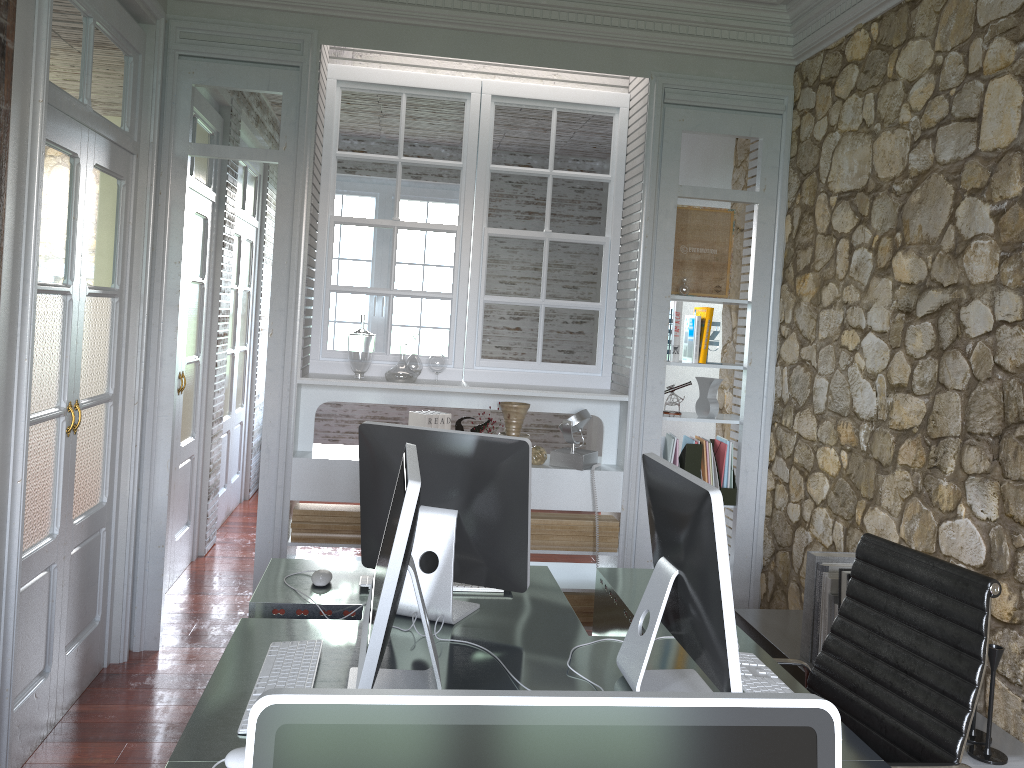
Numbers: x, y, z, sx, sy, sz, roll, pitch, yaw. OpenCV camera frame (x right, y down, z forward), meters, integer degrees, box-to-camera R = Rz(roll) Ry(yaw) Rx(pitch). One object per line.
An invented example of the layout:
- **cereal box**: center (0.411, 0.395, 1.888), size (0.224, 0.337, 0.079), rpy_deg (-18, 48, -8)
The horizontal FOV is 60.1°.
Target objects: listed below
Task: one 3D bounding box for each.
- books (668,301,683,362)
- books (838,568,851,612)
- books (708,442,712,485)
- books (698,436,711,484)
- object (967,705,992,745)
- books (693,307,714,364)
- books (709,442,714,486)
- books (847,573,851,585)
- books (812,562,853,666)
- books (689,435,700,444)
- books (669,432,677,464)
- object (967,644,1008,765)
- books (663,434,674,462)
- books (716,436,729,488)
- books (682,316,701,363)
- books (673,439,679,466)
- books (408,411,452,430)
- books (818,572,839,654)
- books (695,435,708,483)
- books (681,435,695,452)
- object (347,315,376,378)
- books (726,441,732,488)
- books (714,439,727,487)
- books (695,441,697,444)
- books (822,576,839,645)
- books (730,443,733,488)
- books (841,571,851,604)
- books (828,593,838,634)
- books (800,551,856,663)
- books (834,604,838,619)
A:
- **books**: center (0.762, -0.255, 4.277), size (0.042, 0.286, 0.216), rpy_deg (4, 2, -8)
- **books**: center (1.135, 0.758, 2.750), size (0.258, 0.354, 0.049), rpy_deg (3, 1, -7)
- **books**: center (0.933, 0.411, 4.252), size (0.043, 0.281, 0.194), rpy_deg (4, 2, -2)
- **books**: center (0.923, 0.407, 4.254), size (0.045, 0.287, 0.194), rpy_deg (4, 2, -2)
- **object**: center (1.270, 0.823, 2.422), size (0.095, 0.288, 0.095), rpy_deg (5, 2, 42)
- **books**: center (0.907, -0.237, 4.270), size (0.055, 0.268, 0.193), rpy_deg (4, 2, -8)
- **books**: center (0.942, 0.414, 4.254), size (0.045, 0.287, 0.194), rpy_deg (4, 2, -2)
- **books**: center (1.148, 0.763, 2.698), size (0.271, 0.354, 0.063), rpy_deg (3, 1, -7)
- **books**: center (1.112, 0.757, 2.888), size (0.249, 0.333, 0.060), rpy_deg (3, 1, -7)
- **books**: center (0.865, 0.403, 4.247), size (0.009, 0.288, 0.194), rpy_deg (4, 2, -3)
- **books**: center (0.751, 0.390, 4.263), size (0.038, 0.296, 0.180), rpy_deg (4, 2, 0)
- **object**: center (1.252, 0.830, 2.314), size (0.095, 0.288, 0.095), rpy_deg (3, 1, -12)
- **books**: center (0.736, 0.392, 4.256), size (0.037, 0.287, 0.194), rpy_deg (4, 2, 0)
- **books**: center (1.010, 0.408, 4.288), size (0.030, 0.290, 0.180), rpy_deg (4, 2, -4)
- **books**: center (0.865, -0.217, 4.267), size (0.026, 0.223, 0.161), rpy_deg (4, 2, -8)
- **books**: center (0.778, 0.398, 4.255), size (0.022, 0.288, 0.194), rpy_deg (4, 2, 0)
- **books**: center (-0.397, 0.233, 4.250), size (0.150, 0.193, 0.143), rpy_deg (2, 3, -42)
- **books**: center (1.123, 0.769, 2.858), size (0.265, 0.314, 0.025), rpy_deg (3, 1, -7)
- **books**: center (0.912, 0.400, 4.260), size (0.045, 0.282, 0.180), rpy_deg (4, 2, -2)
- **books**: center (0.828, 0.401, 4.245), size (0.039, 0.288, 0.194), rpy_deg (4, 2, -3)
- **object**: center (-0.694, -0.160, 4.067), size (0.129, 0.315, 0.129), rpy_deg (4, 1, 17)
- **books**: center (1.023, 0.411, 4.281), size (0.013, 0.288, 0.194), rpy_deg (4, 2, -4)
- **books**: center (0.992, 0.416, 4.277), size (0.024, 0.277, 0.194), rpy_deg (4, 2, -4)
- **books**: center (0.851, 0.405, 4.243), size (0.030, 0.282, 0.180), rpy_deg (4, 2, -3)
- **books**: center (1.126, 0.776, 2.836), size (0.258, 0.304, 0.040), rpy_deg (3, 1, -7)
- **books**: center (1.037, 0.416, 4.282), size (0.023, 0.282, 0.194), rpy_deg (4, 2, -4)
- **books**: center (1.142, 0.761, 2.728), size (0.259, 0.352, 0.070), rpy_deg (3, 1, -7)
- **books**: center (1.088, 0.798, 2.792), size (0.182, 0.262, 0.057), rpy_deg (3, 1, -7)
- **books**: center (1.108, 0.743, 2.950), size (0.259, 0.351, 0.065), rpy_deg (3, 1, -7)
- **books**: center (1.086, 0.811, 2.761), size (0.162, 0.240, 0.054), rpy_deg (3, 1, -7)
